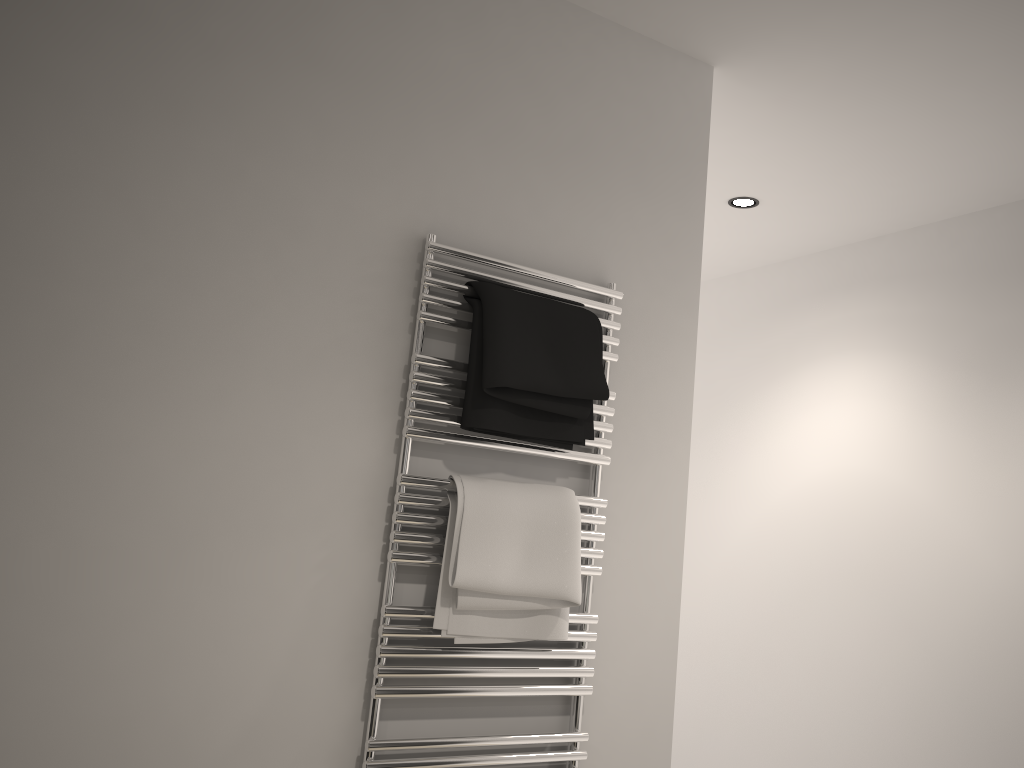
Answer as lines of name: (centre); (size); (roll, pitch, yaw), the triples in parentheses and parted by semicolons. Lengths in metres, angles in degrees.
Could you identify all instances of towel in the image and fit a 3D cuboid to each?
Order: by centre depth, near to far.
towel: (-0.002, 0.340, 1.700); (0.302, 0.311, 0.098); (11, -11, -28)
towel: (0.049, -0.035, 1.764); (0.299, 0.311, 0.140); (12, -12, -32)

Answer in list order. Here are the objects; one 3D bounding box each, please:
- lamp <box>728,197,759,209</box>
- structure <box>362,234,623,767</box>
lamp: (0.806, -0.631, 3.085); (0.105, 0.004, 0.105); (2, -9, 21)
structure: (-0.027, 0.377, 1.725); (0.471, 1.299, 0.039); (11, -12, -29)
